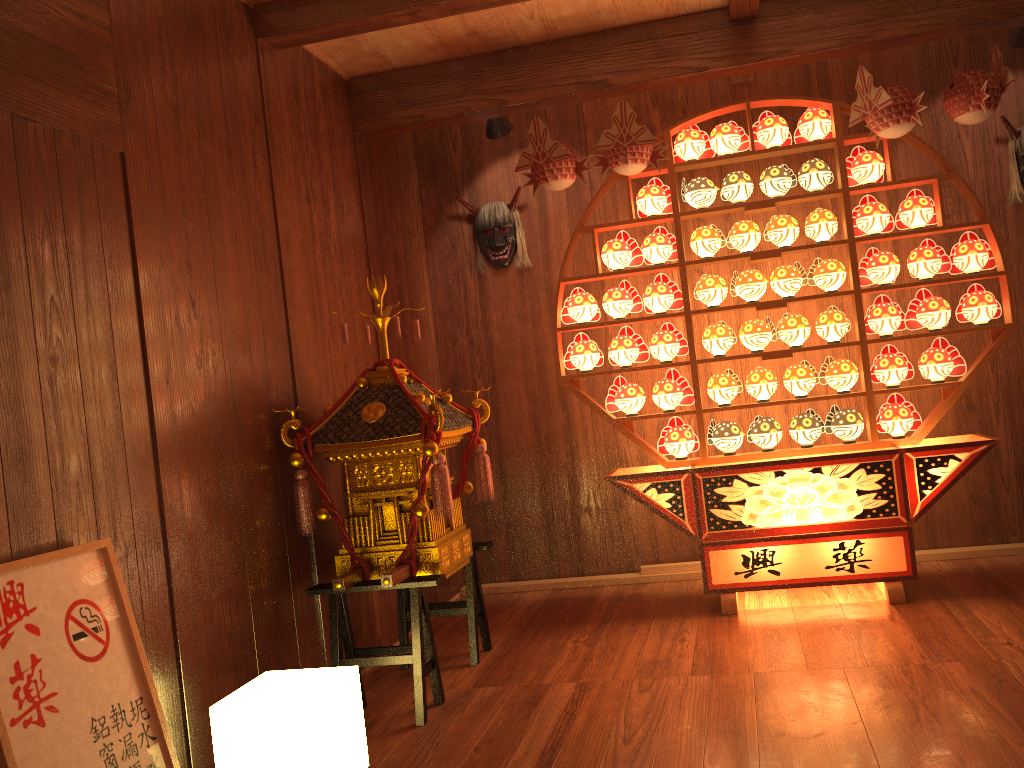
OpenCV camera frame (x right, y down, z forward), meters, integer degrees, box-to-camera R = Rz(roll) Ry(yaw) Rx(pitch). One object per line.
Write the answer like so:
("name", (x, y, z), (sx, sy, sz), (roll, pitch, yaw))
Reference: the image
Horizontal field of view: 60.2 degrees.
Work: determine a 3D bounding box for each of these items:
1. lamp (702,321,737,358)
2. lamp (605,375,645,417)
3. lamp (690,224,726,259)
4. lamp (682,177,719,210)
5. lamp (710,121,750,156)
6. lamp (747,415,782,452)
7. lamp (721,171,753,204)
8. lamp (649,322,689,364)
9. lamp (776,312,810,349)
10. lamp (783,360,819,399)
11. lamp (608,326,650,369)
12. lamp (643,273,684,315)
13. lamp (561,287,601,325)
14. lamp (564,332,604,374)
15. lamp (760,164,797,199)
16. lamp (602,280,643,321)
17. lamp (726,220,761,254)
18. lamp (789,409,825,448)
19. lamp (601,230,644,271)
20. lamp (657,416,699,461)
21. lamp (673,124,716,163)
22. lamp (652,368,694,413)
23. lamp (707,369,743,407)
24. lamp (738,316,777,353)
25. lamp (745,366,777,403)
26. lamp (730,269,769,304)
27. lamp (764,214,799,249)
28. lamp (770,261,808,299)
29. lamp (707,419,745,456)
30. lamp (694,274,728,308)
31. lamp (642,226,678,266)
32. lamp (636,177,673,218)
("lamp", (0.917, -0.201, 3.955), (0.135, 0.167, 0.162), (-7, -1, 33))
("lamp", (0.542, 0.051, 4.033), (0.191, 0.194, 0.152), (-6, -1, -28))
("lamp", (0.863, -0.639, 3.962), (0.134, 0.167, 0.162), (-7, -1, 43))
("lamp", (0.856, -0.859, 3.970), (0.152, 0.167, 0.143), (-7, -1, 27))
("lamp", (0.944, -1.098, 3.943), (0.164, 0.179, 0.162), (-7, -1, 43))
("lamp", (1.131, 0.219, 3.921), (0.141, 0.161, 0.155), (-6, -1, -7))
("lamp", (1.004, -0.874, 3.930), (0.139, 0.161, 0.157), (-7, -1, 3))
("lamp", (0.685, -0.187, 3.997), (0.177, 0.192, 0.161), (-7, -1, 27))
("lamp", (1.245, -0.240, 3.894), (0.140, 0.167, 0.156), (-6, -1, -2))
("lamp", (1.262, -0.020, 3.896), (0.134, 0.167, 0.162), (-7, -1, 43))
("lamp", (0.506, -0.170, 4.030), (0.195, 0.200, 0.161), (-7, -1, 22))
("lamp", (0.658, -0.409, 4.000), (0.195, 0.200, 0.161), (-7, -1, 27))
("lamp", (0.325, -0.364, 4.063), (0.191, 0.187, 0.155), (-6, -1, -8))
("lamp", (0.334, -0.147, 4.063), (0.190, 0.195, 0.156), (-6, -1, -3))
("lamp", (1.160, -0.895, 3.908), (0.162, 0.167, 0.134), (-6, -1, -38))
("lamp", (0.476, -0.383, 4.037), (0.175, 0.191, 0.162), (-7, -1, 42))
("lamp", (1.039, -0.656, 3.927), (0.141, 0.161, 0.155), (-6, -1, -7))
("lamp", (1.287, 0.198, 3.894), (0.134, 0.167, 0.162), (-7, -1, 43))
("lamp", (0.471, -0.609, 4.035), (0.193, 0.200, 0.162), (-7, -1, 37))
("lamp", (0.756, 0.245, 3.992), (0.194, 0.197, 0.157), (-7, -1, 2))
("lamp", (0.794, -1.091, 3.966), (0.195, 0.200, 0.161), (-7, -1, 22))
("lamp", (0.696, 0.030, 3.997), (0.193, 0.200, 0.162), (-7, -1, 37))
("lamp", (0.938, 0.018, 3.956), (0.134, 0.167, 0.162), (-7, -1, 43))
("lamp", (1.075, -0.217, 3.933), (0.159, 0.161, 0.137), (-6, -1, -13))
("lamp", (1.106, 0.001, 3.921), (0.137, 0.161, 0.159), (-7, -1, 13))
("lamp", (1.070, -0.438, 3.929), (0.151, 0.161, 0.144), (-7, -1, 42))
("lamp", (1.199, -0.678, 3.898), (0.141, 0.167, 0.155), (-6, -1, -7))
("lamp", (1.206, -0.457, 3.910), (0.161, 0.167, 0.136), (-6, -1, -23))
("lamp", (0.973, 0.235, 3.955), (0.151, 0.167, 0.144), (-7, -1, 42))
("lamp", (0.897, -0.421, 3.953), (0.141, 0.167, 0.155), (-6, -1, -7))
("lamp", (0.652, -0.628, 3.998), (0.184, 0.195, 0.161), (-7, -1, 27))
("lamp", (0.627, -0.849, 4.000), (0.195, 0.200, 0.161), (-7, -1, 27))
